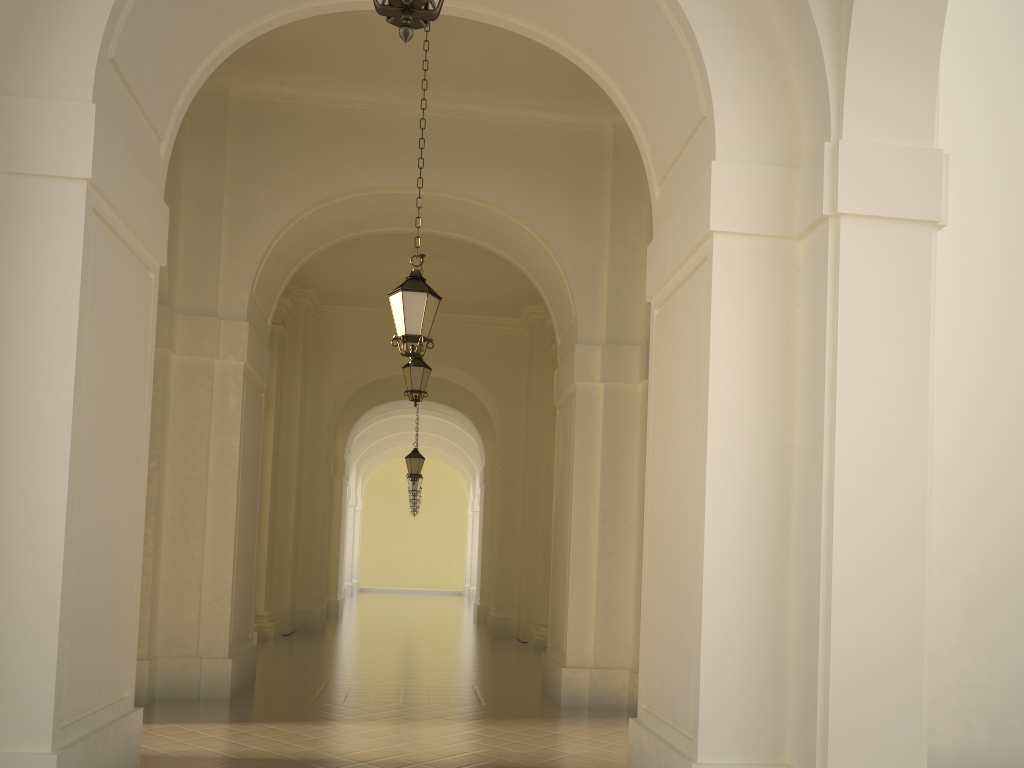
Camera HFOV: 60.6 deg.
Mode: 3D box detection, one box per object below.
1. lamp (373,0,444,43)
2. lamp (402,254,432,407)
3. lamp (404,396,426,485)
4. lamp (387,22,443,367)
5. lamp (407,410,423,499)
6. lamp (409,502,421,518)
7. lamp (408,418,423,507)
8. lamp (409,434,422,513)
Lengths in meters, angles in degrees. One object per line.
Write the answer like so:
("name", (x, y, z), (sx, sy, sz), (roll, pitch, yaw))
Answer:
("lamp", (-0.295, -2.794, 3.045), (0.510, 3.283, 0.445), (3, -3, -6))
("lamp", (-1.547, -0.884, 14.525), (0.442, 2.545, 0.515), (1, -3, 24))
("lamp", (-2.270, 0.775, 20.918), (0.445, 3.283, 0.511), (4, -3, -36))
("lamp", (-0.849, -1.792, 8.061), (0.445, 3.283, 0.511), (4, -3, -36))
("lamp", (-2.824, 1.776, 25.934), (0.510, 3.283, 0.445), (3, -3, -6))
("lamp", (-4.089, 4.062, 37.383), (0.510, 3.283, 0.445), (3, -3, -6))
("lamp", (-3.252, 2.549, 29.805), (0.510, 3.283, 0.445), (3, -3, -6))
("lamp", (-3.672, 3.308, 33.605), (0.510, 3.283, 0.445), (3, -3, -6))
